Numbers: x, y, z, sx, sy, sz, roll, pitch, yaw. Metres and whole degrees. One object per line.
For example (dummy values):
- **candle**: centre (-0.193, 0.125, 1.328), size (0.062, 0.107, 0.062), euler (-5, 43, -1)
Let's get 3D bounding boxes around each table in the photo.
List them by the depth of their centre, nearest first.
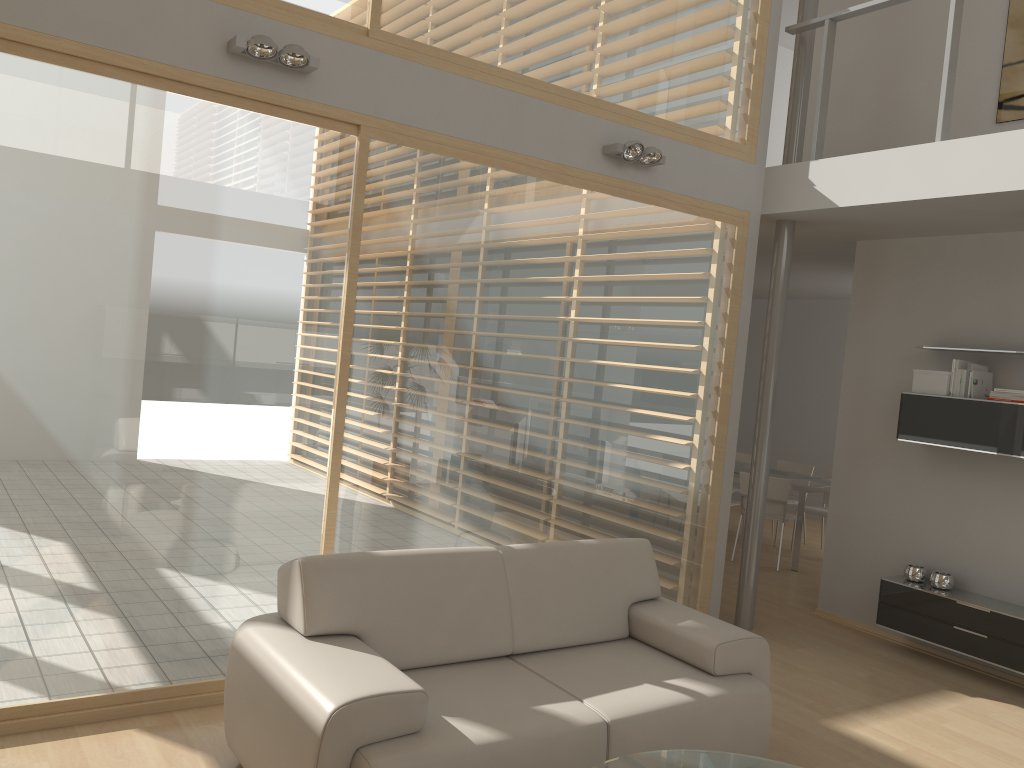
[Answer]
- **table**: centre (0.691, 1.470, 2.466), size (1.198, 0.370, 1.198), euler (5, 2, -17)
- **table**: centre (2.288, 1.210, 8.923), size (0.900, 0.746, 2.199), euler (4, 2, -35)

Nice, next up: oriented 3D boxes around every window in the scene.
- **window**: centre (-1.604, -2.813, 3.341), size (2.525, 2.200, 0.020), euler (4, 2, -35)
- **window**: centre (-1.873, 0.023, 3.437), size (2.525, 2.500, 0.020), euler (4, 2, -35)
- **window**: centre (0.522, -2.660, 4.786), size (2.525, 2.200, 0.020), euler (4, 2, -35)
- **window**: centre (0.253, 0.176, 4.882), size (2.525, 2.500, 0.020), euler (4, 2, -35)

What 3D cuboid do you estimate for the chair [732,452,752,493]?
- **chair**: centre (2.379, 1.163, 9.684), size (0.501, 0.807, 0.455), euler (4, 2, -35)

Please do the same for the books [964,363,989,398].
- **books**: centre (2.839, -0.015, 5.422), size (0.207, 0.210, 0.021), euler (4, 2, -35)

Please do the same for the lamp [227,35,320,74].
- **lamp**: centre (-0.995, -1.398, 3.743), size (0.360, 0.080, 0.182), euler (4, 2, -35)

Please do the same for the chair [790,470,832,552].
- **chair**: centre (3.084, 1.266, 8.615), size (0.501, 0.807, 0.455), euler (4, 2, -35)

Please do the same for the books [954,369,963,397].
- **books**: centre (2.811, 0.001, 5.468), size (0.230, 0.169, 0.027), euler (4, 2, -35)

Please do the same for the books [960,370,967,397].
- **books**: centre (2.834, 0.003, 5.450), size (0.230, 0.169, 0.027), euler (4, 2, -35)

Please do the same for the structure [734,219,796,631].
- **structure**: centre (1.665, 0.277, 5.846), size (0.121, 2.700, 0.122), euler (7, 3, 43)

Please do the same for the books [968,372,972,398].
- **books**: centre (2.847, 0.012, 5.411), size (0.207, 0.156, 0.009), euler (4, 2, -35)

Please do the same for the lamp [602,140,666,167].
- **lamp**: centre (0.698, -1.271, 4.918), size (0.360, 0.110, 0.183), euler (4, 2, -35)

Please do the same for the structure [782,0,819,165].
- **structure**: centre (1.934, -2.559, 5.750), size (0.121, 2.400, 0.122), euler (7, 3, 43)

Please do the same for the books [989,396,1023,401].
- **books**: centre (2.975, 0.092, 5.183), size (0.190, 0.011, 0.268), euler (4, 2, -33)

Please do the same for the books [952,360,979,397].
- **books**: centre (2.808, -0.029, 5.490), size (0.230, 0.227, 0.017), euler (4, 2, -35)

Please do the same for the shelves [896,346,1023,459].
- **shelves**: centre (3.786, 0.385, 4.009), size (0.300, 0.914, 4.236), euler (4, 2, -35)

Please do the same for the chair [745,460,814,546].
- **chair**: centre (2.748, 1.216, 9.162), size (0.501, 0.807, 0.455), euler (4, 2, -35)

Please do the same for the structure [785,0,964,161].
- **structure**: centre (3.253, -1.603, 3.465), size (0.080, 0.900, 5.400), euler (4, 2, -35)

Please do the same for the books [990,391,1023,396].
- **books**: centre (2.973, 0.064, 5.181), size (0.190, 0.015, 0.254), euler (4, 2, -33)

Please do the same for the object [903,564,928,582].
- **object**: centre (2.593, 1.218, 5.698), size (0.143, 0.091, 0.143), euler (5, 2, -3)

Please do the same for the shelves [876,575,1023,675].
- **shelves**: centre (3.673, 1.578, 4.049), size (0.300, 0.312, 4.236), euler (4, 2, -35)

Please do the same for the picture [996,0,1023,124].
- **picture**: centre (3.593, -2.458, 4.835), size (0.010, 1.800, 1.684), euler (4, 2, -35)

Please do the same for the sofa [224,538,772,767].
- **sofa**: centre (0.033, 1.129, 3.593), size (2.093, 0.846, 1.168), euler (4, 2, -35)

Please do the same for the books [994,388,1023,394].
- **books**: centre (2.987, 0.049, 5.185), size (0.230, 0.017, 0.227), euler (4, 3, -40)

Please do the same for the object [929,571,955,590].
- **object**: centre (2.693, 1.232, 5.552), size (0.143, 0.091, 0.143), euler (5, 2, -3)

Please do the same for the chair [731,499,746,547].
- **chair**: centre (1.956, 1.159, 8.625), size (0.501, 0.807, 0.455), euler (4, 3, -40)

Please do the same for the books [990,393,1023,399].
- **books**: centre (2.969, 0.078, 5.190), size (0.190, 0.015, 0.254), euler (4, 2, -39)

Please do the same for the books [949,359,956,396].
- **books**: centre (2.792, -0.031, 5.501), size (0.230, 0.227, 0.017), euler (4, 2, -35)

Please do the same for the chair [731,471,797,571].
- **chair**: centre (2.321, 1.214, 8.022), size (0.455, 0.807, 0.501), euler (7, 2, 35)

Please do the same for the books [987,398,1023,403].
- **books**: centre (2.975, 0.105, 5.180), size (0.210, 0.013, 0.297), euler (4, 2, -35)

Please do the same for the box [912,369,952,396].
- **box**: centre (2.695, -0.004, 5.589), size (0.232, 0.149, 0.232), euler (4, 2, -35)

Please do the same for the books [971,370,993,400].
- **books**: centre (2.866, 0.008, 5.406), size (0.230, 0.169, 0.023), euler (4, 2, -35)
